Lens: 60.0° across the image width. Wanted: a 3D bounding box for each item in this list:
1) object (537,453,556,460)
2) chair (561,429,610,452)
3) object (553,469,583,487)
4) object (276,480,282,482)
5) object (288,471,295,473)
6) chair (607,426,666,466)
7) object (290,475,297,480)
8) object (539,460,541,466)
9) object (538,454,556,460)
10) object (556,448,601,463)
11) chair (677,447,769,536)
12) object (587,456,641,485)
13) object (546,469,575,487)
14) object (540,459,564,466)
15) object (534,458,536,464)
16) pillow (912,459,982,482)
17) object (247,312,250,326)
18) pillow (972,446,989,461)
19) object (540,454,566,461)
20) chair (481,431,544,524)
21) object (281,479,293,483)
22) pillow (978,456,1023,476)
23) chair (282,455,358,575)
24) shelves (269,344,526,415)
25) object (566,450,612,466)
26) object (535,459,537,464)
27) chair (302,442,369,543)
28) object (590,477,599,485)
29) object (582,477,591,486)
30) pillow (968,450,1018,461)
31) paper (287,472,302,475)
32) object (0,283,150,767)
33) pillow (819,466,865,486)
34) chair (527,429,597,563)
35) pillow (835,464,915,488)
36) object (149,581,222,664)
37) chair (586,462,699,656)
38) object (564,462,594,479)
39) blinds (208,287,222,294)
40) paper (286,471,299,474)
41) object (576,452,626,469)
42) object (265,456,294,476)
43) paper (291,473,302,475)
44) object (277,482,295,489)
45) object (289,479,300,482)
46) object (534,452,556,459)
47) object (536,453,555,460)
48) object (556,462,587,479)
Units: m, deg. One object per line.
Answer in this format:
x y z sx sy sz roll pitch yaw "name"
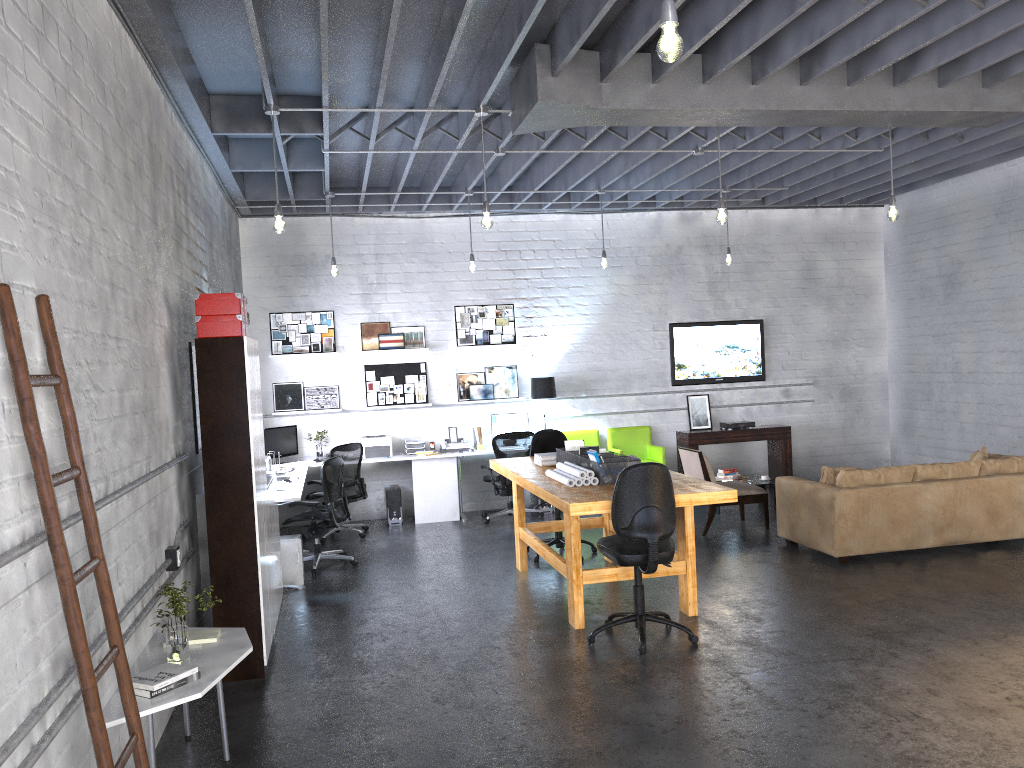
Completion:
0.470 0.609 7.567 0.519 0.047 0.046 -3 2 -11 "object"
0.883 1.047 11.006 0.611 0.921 0.516 -3 2 -11 "chair"
0.404 0.683 6.494 0.058 0.057 0.635 -3 1 -11 "object"
-2.223 0.931 8.462 0.076 0.016 0.017 -3 2 -21 "object"
-2.300 0.918 9.239 0.006 0.006 0.086 -1 2 43 "object"
1.563 1.009 11.144 0.611 0.921 0.516 -3 2 -11 "chair"
-2.087 0.899 8.501 0.077 0.049 0.062 -4 2 -41 "object"
0.486 0.650 7.500 0.519 0.047 0.047 -3 2 -11 "object"
0.480 0.610 7.521 0.519 0.047 0.046 -3 2 -11 "object"
0.550 0.607 7.275 0.316 0.156 0.306 -3 2 -11 "object"
2.168 1.065 9.148 0.724 0.843 0.574 -3 2 -11 "chair"
0.735 0.619 6.371 0.316 0.156 0.306 -3 2 -11 "object"
0.348 0.685 6.483 0.057 0.058 0.635 -3 1 -11 "object"
0.496 0.651 7.454 0.519 0.047 0.047 -3 2 -11 "object"
0.449 0.648 7.682 0.519 0.047 0.047 -3 2 -11 "object"
3.763 0.868 7.810 0.666 0.402 0.291 -3 2 -11 "pillow"
-1.854 -0.406 5.995 0.169 0.240 0.171 -3 2 -12 "object"
4.320 0.806 8.246 0.243 0.423 0.549 -2 2 29 "pillow"
0.491 0.611 7.467 0.519 0.047 0.046 -3 2 -13 "object"
-0.063 1.057 10.273 0.731 1.032 0.753 -5 3 -43 "chair"
-2.138 0.918 8.398 0.114 0.036 0.058 -3 2 -21 "object"
4.403 0.834 7.931 0.663 0.386 0.308 -3 2 -9 "pillow"
-1.837 1.194 8.272 0.752 1.032 0.731 -3 2 -8 "chair"
-1.342 -0.068 10.683 3.023 0.694 0.199 -3 2 -11 "shelves"
0.612 0.611 6.974 0.316 0.156 0.306 -3 2 -11 "object"
0.458 0.648 7.636 0.519 0.047 0.047 -3 2 -11 "object"
-1.958 1.165 9.734 0.753 1.032 0.731 -2 2 12 "chair"
0.515 0.676 6.517 0.058 0.057 0.635 -3 1 -11 "object"
0.459 0.679 6.505 0.057 0.058 0.635 -3 1 -11 "object"
4.528 0.837 8.326 0.238 0.375 0.749 -3 2 -12 "pillow"
-2.246 0.923 9.145 0.158 0.001 0.115 -3 1 -23 "paper"
-1.350 0.752 2.859 0.320 2.122 0.425 -3 2 -11 "object"
2.924 0.909 7.856 0.523 0.403 0.319 -3 2 8 "pillow"
0.444 1.013 8.225 0.659 1.165 0.686 -3 2 -13 "chair"
3.102 0.905 7.676 0.704 0.402 0.291 -3 2 -11 "pillow"
-1.486 1.079 4.021 0.297 0.363 0.270 -2 2 24 "object"
0.771 1.057 5.675 0.659 1.165 0.686 -3 2 -13 "chair"
0.486 0.629 6.509 0.057 0.057 0.635 -3 1 -11 "object"
-2.631 -0.001 8.396 0.100 1.633 2.118 -3 2 -11 "blinds"
-2.298 0.923 9.261 0.158 0.001 0.115 -4 2 -28 "paper"
0.673 0.615 6.672 0.316 0.156 0.306 -3 2 -11 "object"
-2.395 0.826 8.704 0.485 0.230 0.420 -3 2 -11 "object"
-2.240 0.923 9.141 0.158 0.001 0.115 -4 1 -24 "paper"
-2.103 0.927 8.105 0.181 0.028 0.422 -3 1 -21 "object"
-2.092 0.923 8.497 0.119 0.016 0.119 -3 1 6 "object"
0.452 0.608 7.658 0.519 0.047 0.046 -3 2 -11 "object"
0.461 0.609 7.612 0.519 0.047 0.046 -3 2 -11 "object"
0.430 0.632 6.498 0.057 0.057 0.635 -3 1 -11 "object"
